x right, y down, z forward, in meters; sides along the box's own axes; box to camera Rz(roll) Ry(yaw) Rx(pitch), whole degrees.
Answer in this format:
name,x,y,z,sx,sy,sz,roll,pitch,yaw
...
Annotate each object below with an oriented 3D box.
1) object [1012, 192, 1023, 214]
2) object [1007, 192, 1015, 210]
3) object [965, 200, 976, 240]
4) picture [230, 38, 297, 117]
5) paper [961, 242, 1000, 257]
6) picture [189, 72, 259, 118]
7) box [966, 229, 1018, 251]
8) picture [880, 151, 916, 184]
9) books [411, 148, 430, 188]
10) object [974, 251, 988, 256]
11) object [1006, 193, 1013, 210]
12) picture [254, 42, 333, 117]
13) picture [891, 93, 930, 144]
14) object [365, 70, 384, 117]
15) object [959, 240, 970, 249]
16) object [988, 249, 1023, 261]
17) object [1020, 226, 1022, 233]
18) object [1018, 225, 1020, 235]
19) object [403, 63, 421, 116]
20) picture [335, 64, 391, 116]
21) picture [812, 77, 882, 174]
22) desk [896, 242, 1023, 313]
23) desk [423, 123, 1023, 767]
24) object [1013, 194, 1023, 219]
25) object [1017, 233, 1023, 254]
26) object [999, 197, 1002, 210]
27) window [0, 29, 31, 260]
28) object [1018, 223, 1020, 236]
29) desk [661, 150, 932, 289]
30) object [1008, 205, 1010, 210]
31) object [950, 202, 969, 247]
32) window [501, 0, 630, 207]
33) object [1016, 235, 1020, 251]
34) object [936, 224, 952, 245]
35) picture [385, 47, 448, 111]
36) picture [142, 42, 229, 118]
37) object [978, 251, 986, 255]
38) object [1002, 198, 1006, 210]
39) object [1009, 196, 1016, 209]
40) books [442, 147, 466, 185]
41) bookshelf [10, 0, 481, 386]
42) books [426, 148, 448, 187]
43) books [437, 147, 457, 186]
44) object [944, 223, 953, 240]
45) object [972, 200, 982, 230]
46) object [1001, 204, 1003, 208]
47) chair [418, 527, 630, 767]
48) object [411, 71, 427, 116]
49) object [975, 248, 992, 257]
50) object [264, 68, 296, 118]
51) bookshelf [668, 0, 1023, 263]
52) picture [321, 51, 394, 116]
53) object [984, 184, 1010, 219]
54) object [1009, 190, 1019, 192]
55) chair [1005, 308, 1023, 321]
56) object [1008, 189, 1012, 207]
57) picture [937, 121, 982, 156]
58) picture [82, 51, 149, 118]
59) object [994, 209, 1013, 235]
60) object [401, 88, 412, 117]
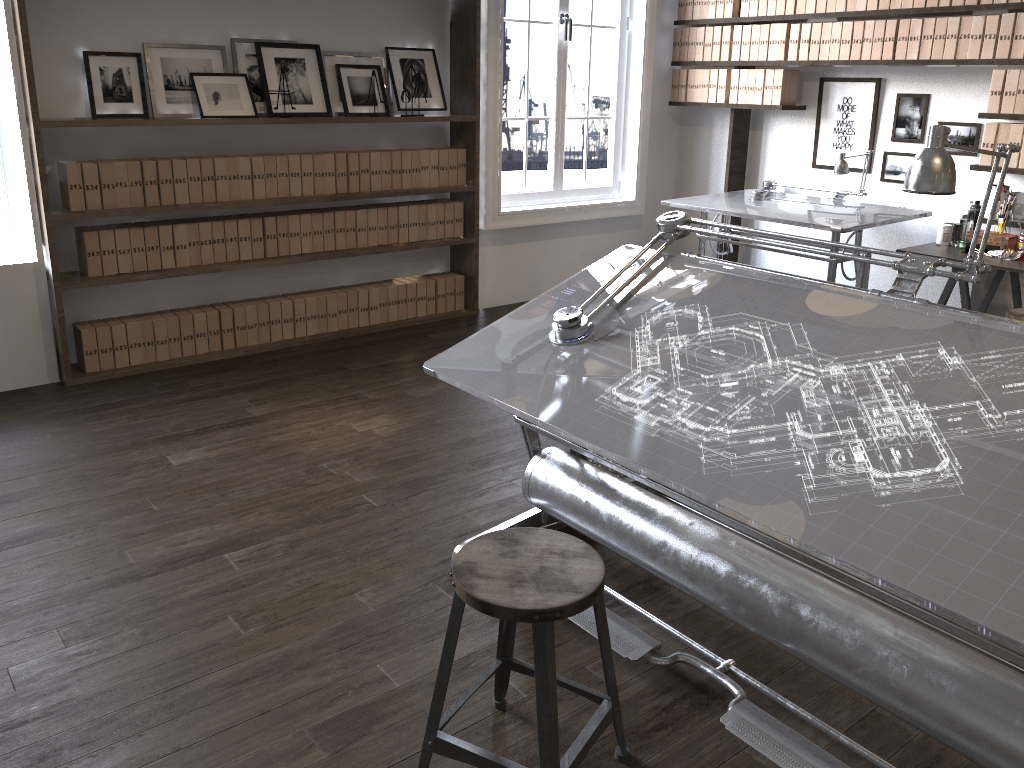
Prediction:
name,x,y,z,sx,sy,sz,roll,pitch,yaw
object,2.752,-0.979,4.832,0.072,0.127,0.072,4,17,8
object,2.692,-0.973,4.808,0.051,0.137,0.051,-13,22,-39
object,2.417,-0.857,4.707,0.068,0.234,0.069,-13,22,-40
picture,-1.320,-1.657,4.804,0.371,0.400,0.092,-13,21,-37
paper,2.389,-0.688,4.516,0.156,0.038,0.139,15,23,34
picture,-1.494,-1.496,4.601,0.301,0.226,0.146,-13,22,-37
box,2.500,-0.746,4.613,0.138,0.082,0.214,-13,23,-36
picture,2.368,-1.312,5.378,0.023,0.181,0.253,-11,22,-36
books,-0.580,-1.322,5.424,0.067,0.222,0.176,-12,21,-36
object,2.374,-0.666,4.497,0.005,0.005,0.160,0,19,-4
object,2.532,-0.876,4.545,0.007,0.211,0.055,0,17,-3
picture,-1.189,-1.660,4.842,0.375,0.386,0.150,-13,21,-37
picture,2.380,-1.587,5.290,0.022,0.280,0.203,-12,21,-37
object,-0.781,-1.645,5.024,0.124,0.256,0.040,-12,21,-37
object,2.369,-0.730,4.637,0.049,0.037,0.049,-14,24,-40
object,2.454,-0.652,4.403,0.132,0.050,0.200,-2,19,-9
object,2.617,-0.749,4.544,0.005,0.123,0.041,-10,20,-33
object,2.600,-0.748,4.529,0.005,0.128,0.040,-11,20,-35
object,-0.587,-1.716,5.175,0.119,0.300,0.040,-12,21,-37
picture,-0.861,-1.694,5.118,0.291,0.286,0.128,-13,22,-37
picture,2.112,-1.643,5.613,0.040,0.567,0.419,-11,21,-36
desk,2.752,-0.217,4.236,0.659,0.660,1.684,-12,23,-36
desk,0.717,0.025,2.308,1.082,1.367,2.301,-12,22,-36
object,2.737,-0.954,4.756,0.070,0.128,0.071,1,17,-1
object,2.583,-0.705,4.471,0.049,0.110,0.050,-14,22,-40
object,2.531,-0.871,4.566,0.008,0.184,0.072,-11,21,-36
window,-2.859,-1.599,3.553,1.490,2.462,0.154,-12,21,-37
object,2.599,-0.751,4.539,0.005,0.145,0.033,-11,20,-36
desk,1.719,-0.856,5.385,1.076,1.082,1.281,-12,22,-36
object,2.546,-0.850,4.561,0.005,0.150,0.045,7,18,20
object,2.361,-0.840,4.665,0.068,0.226,0.069,-13,22,-40
window,0.327,-2.326,5.835,1.251,2.277,0.154,-12,21,-37
object,2.617,-0.713,4.532,0.060,0.087,0.060,-14,23,-41
object,2.306,-0.798,4.726,0.068,0.103,0.069,-10,20,-32
picture,-0.575,-1.834,5.331,0.345,0.359,0.162,-13,21,-37
picture,-1.655,-1.555,4.550,0.417,0.360,0.084,-13,21,-37
object,2.387,-0.660,4.483,0.008,0.006,0.121,2,19,2
object,2.523,-0.868,4.567,0.022,0.177,0.006,-3,17,-15
object,2.546,-0.872,4.552,0.006,0.190,0.056,-12,21,-37
books,-0.365,-1.372,5.585,0.067,0.222,0.176,-12,21,-36
bookshelf,-1.296,-1.353,4.873,2.486,3.671,0.416,-12,21,-37
books,-0.474,-1.348,5.508,0.067,0.222,0.176,-12,21,-36
books,-0.420,-1.362,5.551,0.067,0.222,0.176,-12,21,-36
object,2.361,-0.814,4.780,0.069,0.102,0.070,-14,23,-41
object,2.483,-0.870,4.758,0.068,0.226,0.069,-13,22,-40
object,2.534,-0.855,4.579,0.005,0.145,0.033,-11,20,-36
chair,0.030,0.616,1.868,0.360,0.520,0.375,11,20,28
object,-0.551,-1.716,5.244,0.111,0.258,0.040,-12,21,-37
object,2.378,-0.669,4.483,0.011,0.017,0.174,-1,19,-7
object,-1.226,-1.533,4.667,0.175,0.256,0.040,-12,21,-37
bookshelf,4.107,-0.404,3.173,0.375,3.162,9.264,-11,22,-36
picture,-0.896,-1.735,5.132,0.436,0.356,0.096,-13,21,-37
object,2.615,-0.984,4.785,0.108,0.174,0.108,-11,21,-35
object,2.757,-1.004,4.905,0.070,0.128,0.071,4,17,8
chair,2.327,-0.044,3.927,0.359,0.520,0.376,-9,20,-29
object,2.548,-0.889,4.560,0.021,0.225,0.007,-7,18,-26
picture,2.562,-1.411,5.094,0.023,0.181,0.253,-11,22,-36
picture,-1.946,-1.469,4.358,0.268,0.311,0.058,-13,21,-37
object,2.667,-0.856,4.604,0.345,0.144,0.078,-4,18,-15
object,-0.614,-1.629,5.132,0.067,0.163,0.040,-12,21,-37
